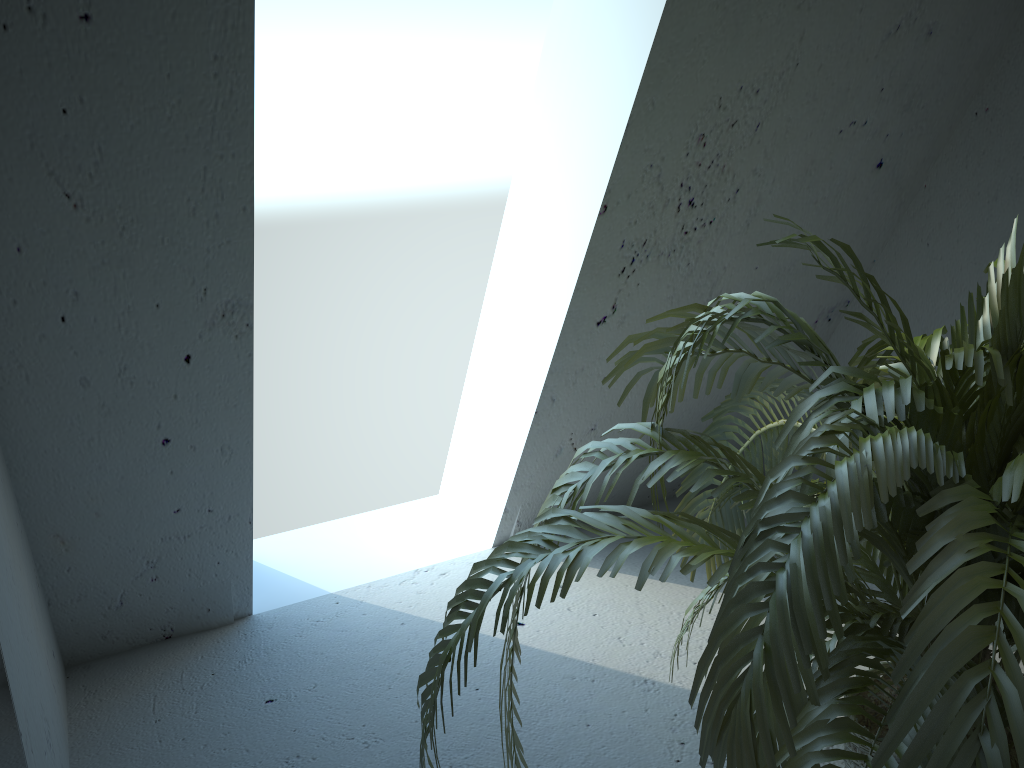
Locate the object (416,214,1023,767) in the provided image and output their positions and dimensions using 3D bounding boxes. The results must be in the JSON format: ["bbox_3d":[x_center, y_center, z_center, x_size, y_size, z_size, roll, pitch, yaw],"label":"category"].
[{"bbox_3d":[0.533,0.232,1.013,1.132,0.893,1.112,4,15,40],"label":"object"}]
